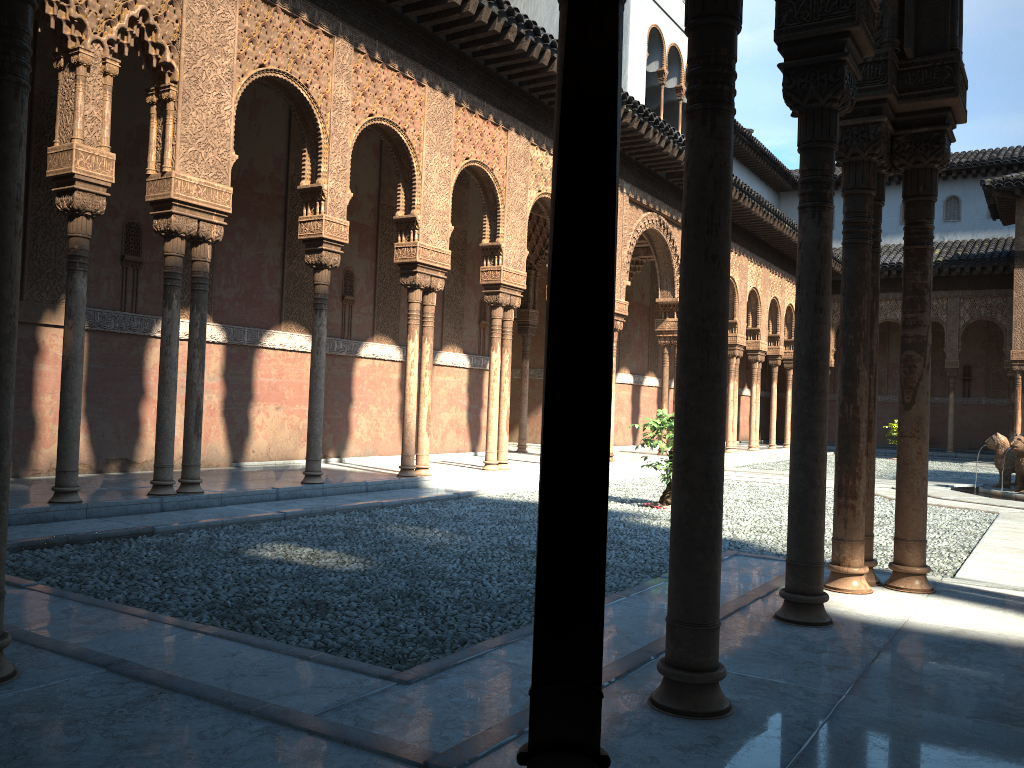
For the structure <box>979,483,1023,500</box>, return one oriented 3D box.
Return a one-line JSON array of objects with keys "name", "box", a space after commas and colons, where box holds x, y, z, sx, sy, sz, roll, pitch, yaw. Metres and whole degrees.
[{"name": "structure", "box": [10.383, 1.099, 14.775, 4.508, 1.991, 4.508, 1, -2, 32]}]
